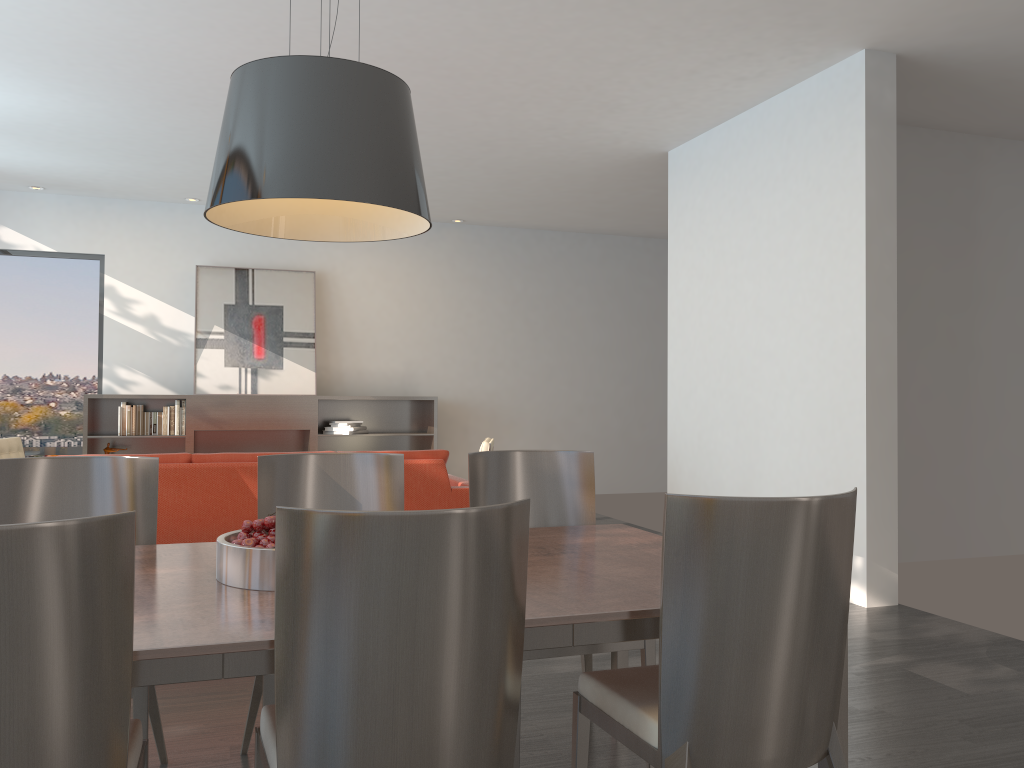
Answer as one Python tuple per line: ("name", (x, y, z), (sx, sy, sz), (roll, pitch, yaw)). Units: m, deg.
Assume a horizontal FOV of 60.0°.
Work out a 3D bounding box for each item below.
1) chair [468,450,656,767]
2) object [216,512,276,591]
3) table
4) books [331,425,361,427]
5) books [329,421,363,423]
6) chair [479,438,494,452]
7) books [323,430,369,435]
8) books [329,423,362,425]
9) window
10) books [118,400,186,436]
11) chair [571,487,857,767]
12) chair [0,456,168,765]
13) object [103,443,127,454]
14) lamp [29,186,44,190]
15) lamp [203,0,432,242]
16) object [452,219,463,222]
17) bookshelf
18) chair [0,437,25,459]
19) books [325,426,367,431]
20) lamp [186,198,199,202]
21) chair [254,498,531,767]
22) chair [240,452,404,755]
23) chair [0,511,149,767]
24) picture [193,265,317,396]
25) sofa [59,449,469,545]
("chair", (0.125, 0.722, 2.960), (0.548, 0.968, 0.614), (1, -1, -19))
("object", (-0.522, 0.401, 2.243), (0.427, 0.154, 0.427), (0, -1, 25))
("table", (-0.430, 0.861, 2.249), (2.151, 0.765, 1.171), (1, -1, -19))
("books", (-1.730, 0.435, 9.236), (0.210, 0.020, 0.300), (0, -1, 10))
("books", (-1.729, 0.395, 9.237), (0.300, 0.020, 0.210), (1, -1, -29))
("chair", (-0.459, 0.839, 6.920), (0.707, 0.817, 0.700), (0, -1, 1))
("books", (-1.730, 0.501, 9.235), (0.314, 0.038, 0.398), (0, -1, 20))
("books", (-1.729, 0.415, 9.237), (0.210, 0.020, 0.300), (0, -1, 21))
("window", (-4.806, -0.411, 8.768), (1.409, 3.341, 0.065), (1, -1, -19))
("books", (-3.484, 0.323, 8.610), (0.592, 0.340, 0.324), (1, -1, -19))
("chair", (0.475, 0.710, 2.025), (0.548, 0.968, 0.614), (1, -1, -19))
("chair", (-1.257, 0.705, 2.479), (0.548, 0.968, 0.614), (1, -1, -19))
("object", (-3.863, 0.710, 8.526), (0.245, 0.290, 0.201), (0, -1, 1))
("lamp", (-4.581, -1.885, 8.537), (0.129, 0.010, 0.129), (0, -1, 26))
("lamp", (-0.483, -1.201, 2.286), (0.567, 1.580, 0.567), (0, -1, 10))
("object", (-0.612, -1.836, 9.986), (0.129, 0.010, 0.129), (0, -1, 26))
("bookshelf", (-2.480, 0.698, 9.054), (3.387, 1.163, 0.570), (1, -1, -19))
("chair", (-3.494, 0.812, 6.526), (0.707, 0.817, 0.700), (1, -1, -9))
("books", (-1.730, 0.464, 9.236), (0.314, 0.038, 0.398), (0, -1, 10))
("lamp", (-3.246, -1.869, 9.002), (0.129, 0.010, 0.129), (0, -1, 26))
("chair", (-0.248, 0.701, 1.773), (0.548, 0.968, 0.614), (1, -1, -19))
("chair", (-0.534, 0.714, 2.731), (0.548, 0.968, 0.614), (1, -1, -19))
("chair", (-0.907, 0.693, 1.544), (0.548, 0.968, 0.614), (1, -1, -19))
("picture", (-2.644, -0.547, 9.181), (1.208, 1.338, 0.269), (1, -1, -19))
("sofa", (-1.499, 0.802, 5.215), (2.597, 0.853, 1.038), (1, -1, -19))
